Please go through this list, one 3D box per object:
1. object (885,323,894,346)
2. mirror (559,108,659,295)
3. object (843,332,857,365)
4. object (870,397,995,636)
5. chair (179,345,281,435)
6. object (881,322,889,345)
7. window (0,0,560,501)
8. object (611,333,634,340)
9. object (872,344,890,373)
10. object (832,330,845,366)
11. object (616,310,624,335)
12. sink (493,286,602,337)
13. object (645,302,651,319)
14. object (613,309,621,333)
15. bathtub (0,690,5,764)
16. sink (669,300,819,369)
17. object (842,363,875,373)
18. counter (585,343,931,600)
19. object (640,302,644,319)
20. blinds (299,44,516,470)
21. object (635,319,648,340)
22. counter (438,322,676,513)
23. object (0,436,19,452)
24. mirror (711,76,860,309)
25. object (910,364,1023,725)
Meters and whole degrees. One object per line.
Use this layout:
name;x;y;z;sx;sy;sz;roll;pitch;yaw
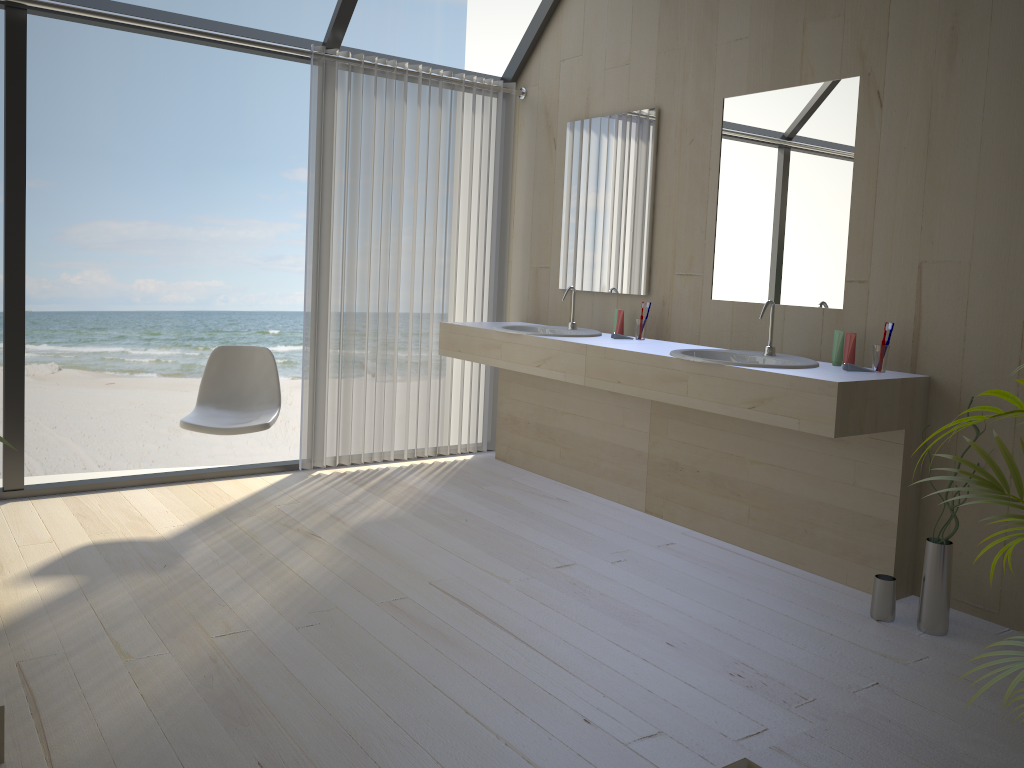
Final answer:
object;1.309;-0.129;3.107;0.054;0.174;0.012;2;4;-10
mirror;0.466;-0.892;4.398;0.023;0.864;0.656;0;6;-35
object;1.202;-0.116;3.151;0.039;0.134;0.039;3;4;6
object;1.388;0.406;2.891;0.275;0.745;0.407;7;6;42
chair;-1.200;0.024;3.825;0.369;0.346;0.457;2;6;-7
object;1.292;-0.126;3.075;0.012;0.177;0.050;3;4;3
window;-1.723;-0.875;3.549;4.563;2.800;0.748;-2;6;-35
object;0.505;-0.218;4.053;0.104;0.029;0.033;3;6;5
object;1.292;-0.088;3.108;0.058;0.100;0.059;0;6;-25
object;1.203;-0.131;3.265;0.039;0.134;0.039;3;4;6
object;0.505;-0.278;4.130;0.039;0.134;0.039;4;5;13
sink;0.171;-0.272;4.314;0.504;0.417;0.577;-1;7;-32
object;0.611;-0.291;4.086;0.054;0.174;0.012;2;4;-10
object;0.505;-0.293;4.243;0.039;0.134;0.039;4;5;13
bathtub;-2.279;0.666;1.991;1.822;0.695;1.655;-2;9;-35
sink;0.868;-0.110;3.336;0.504;0.417;0.577;-1;7;-32
object;1.203;-0.056;3.074;0.104;0.029;0.033;3;6;5
counter;0.868;0.295;3.421;0.551;0.787;1.211;-1;8;-35
object;0.594;-0.289;4.054;0.012;0.177;0.050;3;4;3
blinds;-0.532;-0.626;4.670;1.183;2.061;0.084;-1;6;-36
object;0.594;-0.250;4.086;0.058;0.100;0.059;0;6;-29
counter;0.171;0.133;4.400;0.551;0.787;1.211;-1;8;-35
object;-0.724;0.347;0.266;0.876;1.339;1.066;7;7;43
mirror;1.088;-0.754;3.573;0.023;0.864;0.656;0;6;-35
object;1.078;0.361;1.453;0.916;1.152;0.755;2;5;-2
